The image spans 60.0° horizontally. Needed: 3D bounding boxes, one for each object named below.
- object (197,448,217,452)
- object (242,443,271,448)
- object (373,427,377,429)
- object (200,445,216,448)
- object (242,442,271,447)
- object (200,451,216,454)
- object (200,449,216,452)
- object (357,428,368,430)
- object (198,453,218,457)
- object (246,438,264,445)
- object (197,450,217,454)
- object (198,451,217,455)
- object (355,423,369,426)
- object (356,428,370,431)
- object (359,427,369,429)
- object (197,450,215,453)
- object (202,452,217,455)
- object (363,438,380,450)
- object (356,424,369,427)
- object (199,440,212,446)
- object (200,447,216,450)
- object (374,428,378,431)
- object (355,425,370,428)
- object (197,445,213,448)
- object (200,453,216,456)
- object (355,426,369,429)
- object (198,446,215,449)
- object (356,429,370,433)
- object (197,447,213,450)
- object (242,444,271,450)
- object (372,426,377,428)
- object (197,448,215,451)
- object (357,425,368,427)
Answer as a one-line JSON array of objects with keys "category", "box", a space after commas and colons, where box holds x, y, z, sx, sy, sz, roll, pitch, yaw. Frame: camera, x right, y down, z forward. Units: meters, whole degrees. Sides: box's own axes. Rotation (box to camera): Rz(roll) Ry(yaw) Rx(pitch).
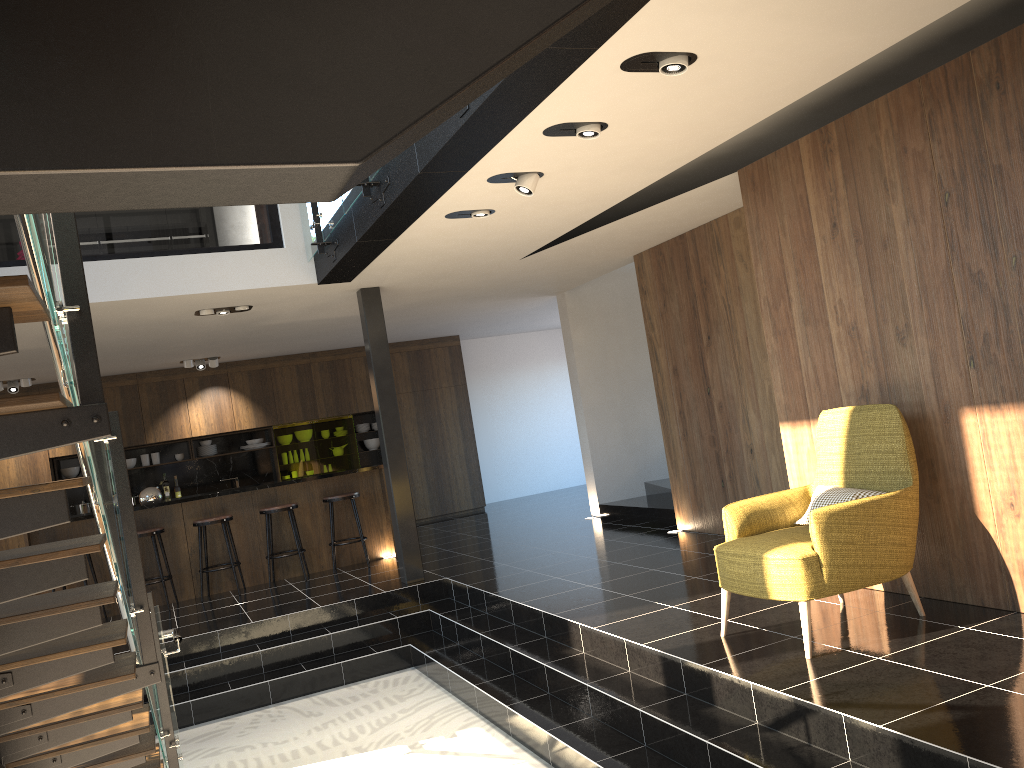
[{"category": "object", "box": [-4.348, 0.951, 12.645, 0.269, 0.024, 0.269, -10, -2, 15]}, {"category": "object", "box": [-3.706, 0.910, 12.840, 0.438, 0.039, 0.438, -10, -2, 13]}, {"category": "object", "box": [-2.027, 0.672, 13.544, 0.220, 0.033, 0.220, -7, -3, -39]}, {"category": "object", "box": [-4.355, 0.906, 12.646, 0.269, 0.024, 0.269, -10, -2, 15]}, {"category": "object", "box": [-3.709, 0.895, 12.841, 0.438, 0.039, 0.438, -10, -2, 13]}, {"category": "object", "box": [-4.342, 0.987, 12.644, 0.269, 0.024, 0.269, -10, -2, 15]}, {"category": "object", "box": [-4.346, 0.960, 12.645, 0.269, 0.024, 0.269, -10, -2, 15]}, {"category": "object", "box": [-2.261, 0.693, 13.445, 0.220, 0.033, 0.220, -9, -2, -13]}, {"category": "object", "box": [-4.337, 1.022, 12.643, 0.269, 0.024, 0.269, -10, -2, 15]}, {"category": "object", "box": [-3.719, 0.849, 12.842, 0.254, 0.088, 0.254, -9, -2, 2]}, {"category": "object", "box": [-4.344, 0.978, 12.644, 0.269, 0.024, 0.269, -10, -2, 15]}, {"category": "object", "box": [-4.341, 0.994, 12.644, 0.269, 0.024, 0.269, -10, -2, 15]}, {"category": "object", "box": [-2.271, 0.625, 13.447, 0.220, 0.033, 0.220, -9, -2, -13]}, {"category": "object", "box": [-2.259, 0.705, 13.445, 0.220, 0.033, 0.220, -9, -2, -13]}, {"category": "object", "box": [-2.262, 0.683, 13.446, 0.220, 0.033, 0.220, -9, -2, -13]}, {"category": "object", "box": [-4.345, 0.967, 12.645, 0.269, 0.024, 0.269, -10, -2, 15]}, {"category": "object", "box": [-4.339, 1.005, 12.644, 0.269, 0.024, 0.269, -10, -2, 15]}, {"category": "object", "box": [-2.116, 0.920, 13.495, 0.264, 0.170, 0.264, -11, -2, 42]}, {"category": "object", "box": [-2.270, 0.637, 13.447, 0.220, 0.033, 0.220, -9, -2, -13]}, {"category": "object", "box": [-4.366, 0.854, 12.646, 0.168, 0.087, 0.168, -9, -2, -3]}, {"category": "object", "box": [-4.351, 0.932, 12.645, 0.269, 0.024, 0.269, -10, -2, 15]}, {"category": "object", "box": [-2.025, 0.684, 13.544, 0.220, 0.033, 0.220, -7, -3, -39]}, {"category": "object", "box": [-2.266, 0.660, 13.446, 0.220, 0.033, 0.220, -9, -2, -13]}, {"category": "object", "box": [-4.356, 0.897, 12.646, 0.269, 0.024, 0.269, -10, -2, 15]}, {"category": "object", "box": [-4.338, 1.014, 12.644, 0.269, 0.024, 0.269, -10, -2, 15]}, {"category": "object", "box": [-2.264, 0.670, 13.446, 0.220, 0.033, 0.220, -9, -2, -13]}, {"category": "object", "box": [-4.354, 0.913, 12.646, 0.269, 0.024, 0.269, -10, -2, 15]}, {"category": "object", "box": [-2.257, 0.718, 13.445, 0.220, 0.033, 0.220, -9, -2, -13]}, {"category": "object", "box": [-4.352, 0.923, 12.646, 0.269, 0.024, 0.269, -10, -2, 15]}, {"category": "object", "box": [-3.704, 0.922, 12.840, 0.438, 0.039, 0.438, -10, -2, 13]}, {"category": "object", "box": [-2.029, 0.660, 13.544, 0.220, 0.033, 0.220, -7, -3, -39]}, {"category": "object", "box": [-4.350, 0.940, 12.645, 0.269, 0.024, 0.269, -10, -2, 15]}, {"category": "object", "box": [-2.267, 0.650, 13.446, 0.220, 0.033, 0.220, -9, -2, -13]}]
